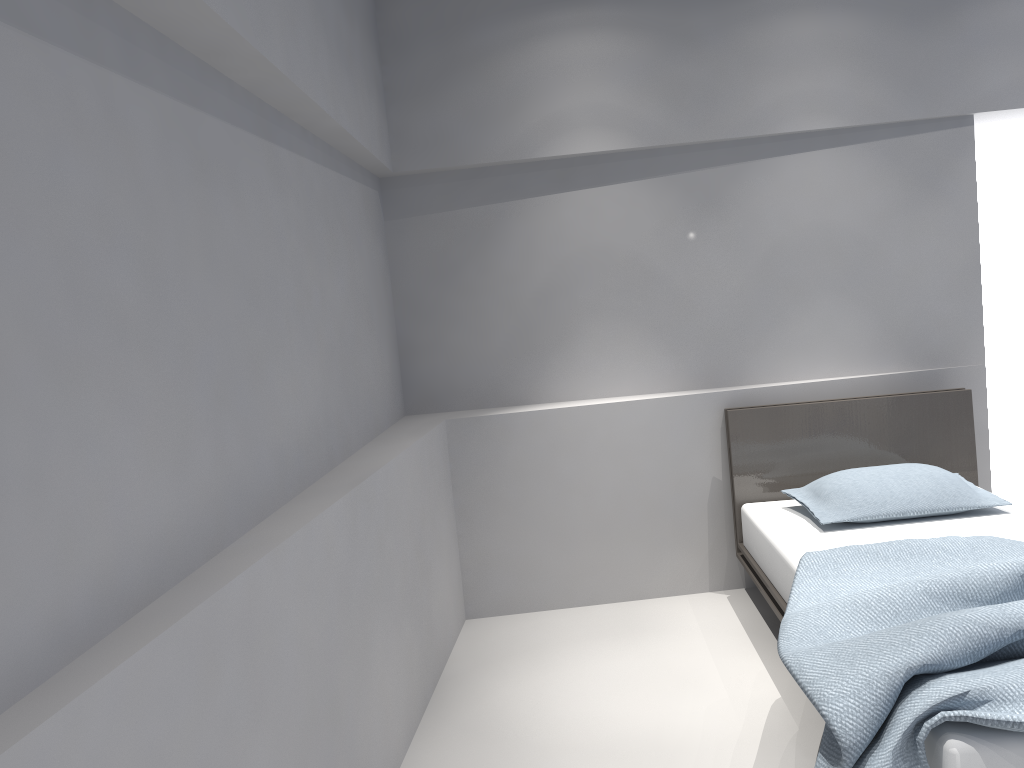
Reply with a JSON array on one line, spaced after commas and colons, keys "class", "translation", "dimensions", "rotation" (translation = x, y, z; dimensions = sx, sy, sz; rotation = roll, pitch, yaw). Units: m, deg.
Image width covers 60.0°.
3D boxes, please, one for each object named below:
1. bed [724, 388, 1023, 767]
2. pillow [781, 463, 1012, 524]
[{"class": "bed", "translation": [1.389, 0.546, 2.774], "dimensions": [1.411, 0.752, 2.319], "rotation": [-5, 5, 4]}, {"class": "pillow", "translation": [1.489, 0.417, 3.477], "dimensions": [0.746, 0.173, 0.417], "rotation": [-6, 5, -1]}]
